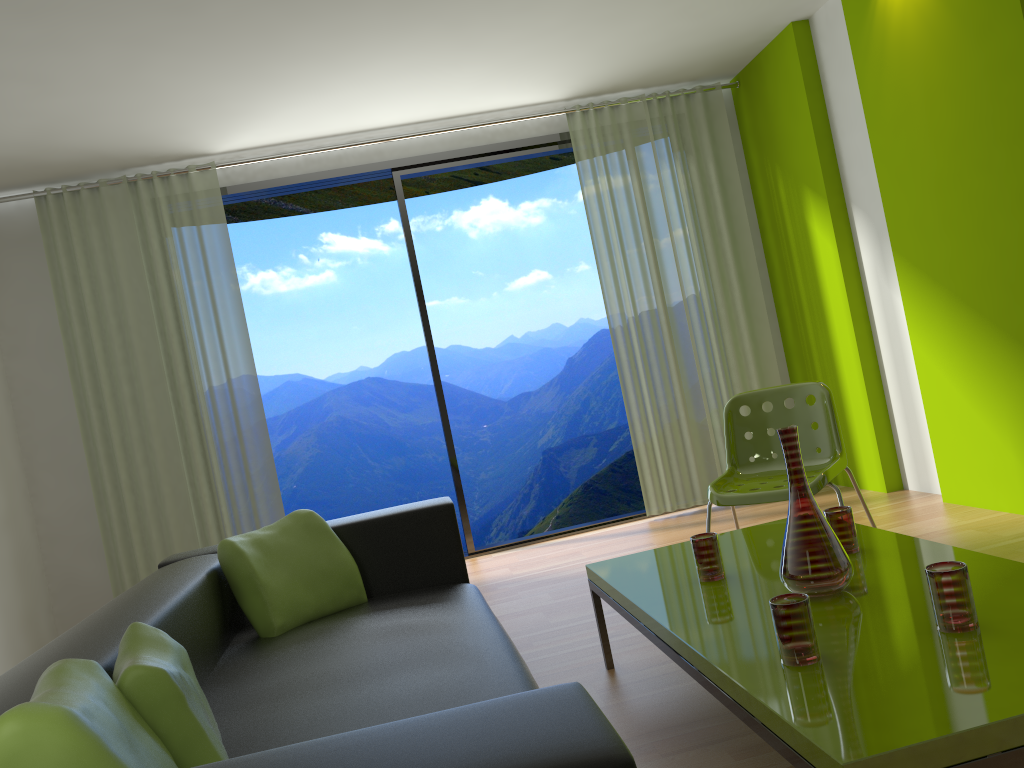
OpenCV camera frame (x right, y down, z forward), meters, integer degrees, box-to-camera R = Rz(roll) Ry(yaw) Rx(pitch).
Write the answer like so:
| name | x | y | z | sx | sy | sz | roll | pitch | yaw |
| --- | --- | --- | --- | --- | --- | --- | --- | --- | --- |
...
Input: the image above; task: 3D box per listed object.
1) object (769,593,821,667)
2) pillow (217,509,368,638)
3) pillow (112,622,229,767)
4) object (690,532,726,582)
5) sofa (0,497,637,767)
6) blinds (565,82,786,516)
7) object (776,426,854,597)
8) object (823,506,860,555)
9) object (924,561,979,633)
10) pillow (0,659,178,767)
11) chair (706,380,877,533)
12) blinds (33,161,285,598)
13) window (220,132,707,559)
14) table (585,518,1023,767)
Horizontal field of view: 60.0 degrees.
| name | x | y | z | sx | sy | sz | roll | pitch | yaw |
| --- | --- | --- | --- | --- | --- | --- | --- | --- | --- |
| object | 0.544 | 0.472 | 1.703 | 0.076 | 0.122 | 0.075 | -11 | 0 | 26 |
| pillow | -0.716 | 0.607 | 2.846 | 0.269 | 0.362 | 0.399 | -12 | 0 | 40 |
| pillow | -0.607 | 0.598 | 1.581 | 0.164 | 0.317 | 0.380 | -11 | 0 | -24 |
| object | 0.538 | 0.477 | 2.437 | 0.076 | 0.122 | 0.075 | -11 | 0 | 26 |
| sofa | -0.465 | 0.767 | 1.996 | 1.061 | 0.639 | 2.583 | -11 | 0 | -8 |
| blinds | 1.064 | -0.540 | 5.524 | 1.012 | 2.568 | 0.067 | -11 | 0 | -8 |
| object | 0.693 | 0.300 | 2.110 | 0.168 | 0.400 | 0.168 | -11 | 0 | -22 |
| object | 0.905 | 0.403 | 2.434 | 0.076 | 0.122 | 0.075 | -11 | 0 | 26 |
| object | 0.847 | 0.411 | 1.709 | 0.076 | 0.122 | 0.075 | -11 | 0 | -43 |
| pillow | -0.544 | 0.568 | 1.193 | 0.210 | 0.403 | 0.457 | -11 | 0 | -22 |
| chair | 1.056 | 0.405 | 3.497 | 0.640 | 0.759 | 0.546 | -12 | 0 | 30 |
| blinds | -1.965 | 0.066 | 5.087 | 1.012 | 2.568 | 0.067 | -11 | 0 | -8 |
| window | -0.281 | -0.185 | 5.554 | 3.336 | 2.498 | 0.219 | -11 | 0 | -8 |
| table | 0.783 | 0.663 | 2.154 | 0.810 | 0.349 | 1.682 | -11 | 0 | -8 |
